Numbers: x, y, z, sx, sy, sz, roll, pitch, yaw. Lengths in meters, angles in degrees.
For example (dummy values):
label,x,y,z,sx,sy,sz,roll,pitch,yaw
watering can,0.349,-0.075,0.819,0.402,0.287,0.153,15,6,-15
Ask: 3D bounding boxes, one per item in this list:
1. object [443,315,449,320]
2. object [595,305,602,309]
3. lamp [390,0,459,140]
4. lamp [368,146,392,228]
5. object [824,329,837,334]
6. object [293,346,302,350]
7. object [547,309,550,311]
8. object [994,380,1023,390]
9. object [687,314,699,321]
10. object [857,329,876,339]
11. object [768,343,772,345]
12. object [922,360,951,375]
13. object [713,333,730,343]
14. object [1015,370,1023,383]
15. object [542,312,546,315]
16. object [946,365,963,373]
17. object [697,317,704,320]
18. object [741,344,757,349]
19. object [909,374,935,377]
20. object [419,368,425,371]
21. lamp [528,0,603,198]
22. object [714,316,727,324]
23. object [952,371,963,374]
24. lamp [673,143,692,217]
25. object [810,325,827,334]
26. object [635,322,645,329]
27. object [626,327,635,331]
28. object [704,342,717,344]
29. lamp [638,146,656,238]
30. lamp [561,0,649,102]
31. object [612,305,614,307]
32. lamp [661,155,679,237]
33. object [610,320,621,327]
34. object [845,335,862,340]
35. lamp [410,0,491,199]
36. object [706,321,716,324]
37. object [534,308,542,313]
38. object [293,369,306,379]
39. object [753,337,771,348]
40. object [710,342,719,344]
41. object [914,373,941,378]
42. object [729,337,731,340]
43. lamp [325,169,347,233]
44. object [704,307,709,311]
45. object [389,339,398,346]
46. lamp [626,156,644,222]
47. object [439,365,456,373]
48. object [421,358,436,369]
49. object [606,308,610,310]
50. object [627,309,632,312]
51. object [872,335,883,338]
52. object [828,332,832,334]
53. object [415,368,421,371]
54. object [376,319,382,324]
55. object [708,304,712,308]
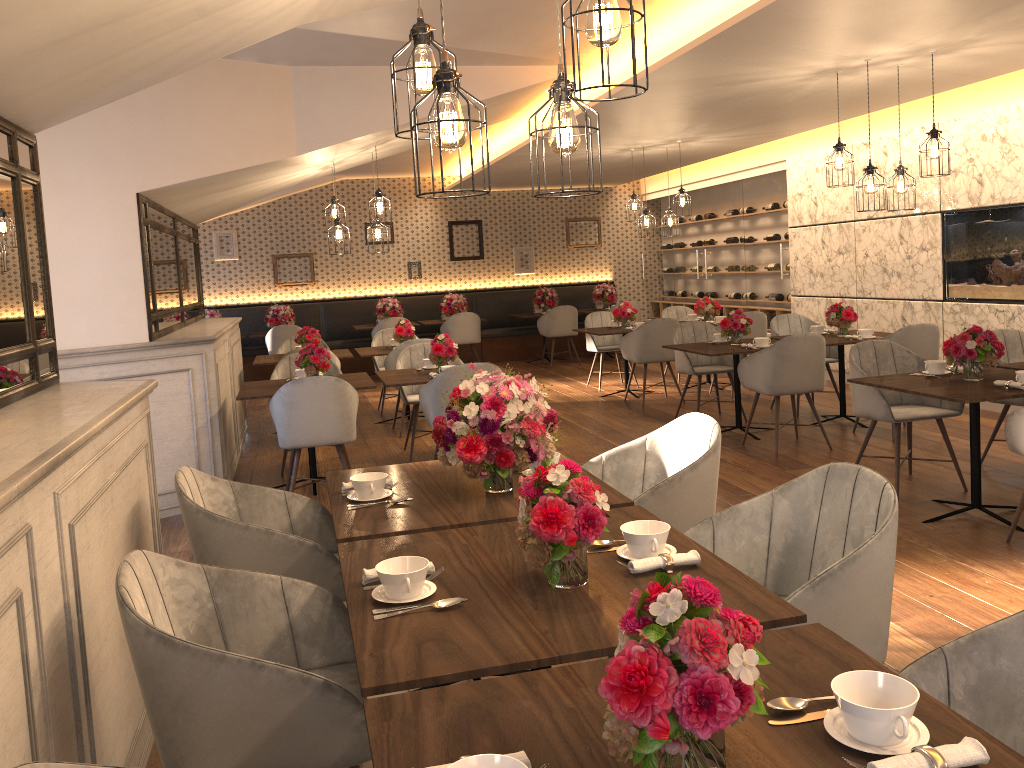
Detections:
label,x,y,z,sx,sy,sz,roll,pitch,yaw
object,-0.979,-1.002,13.267,0.148,0.072,0.149,1,8,34
object,1.377,-1.214,13.838,0.148,0.072,0.149,1,8,29
lamp,-0.289,-1.706,2.341,0.175,2.062,0.175,-4,4,-12
lamp,-1.104,-2.277,6.993,0.175,2.062,0.175,-4,4,-12
object,2.760,-0.460,7.690,0.056,0.039,0.176,-5,8,-13
object,-2.083,-0.339,8.751,0.148,0.072,0.149,3,10,44
object,0.586,-1.060,13.021,0.148,0.072,0.149,1,8,29
object,2.445,0.003,4.344,0.056,0.039,0.176,-5,8,-13
object,2.056,-0.752,10.065,0.149,0.072,0.148,-8,9,-36
object,2.830,-0.400,7.081,0.149,0.072,0.148,-8,9,-36
object,2.046,-0.304,6.912,0.043,0.015,0.198,-6,8,-17
object,2.374,-0.091,4.952,0.148,0.072,0.149,1,8,29
object,1.758,-0.387,7.446,0.149,0.072,0.148,-8,9,-36
object,2.555,-0.024,4.370,0.148,0.072,0.149,1,8,29
object,0.477,-1.033,12.995,0.056,0.039,0.176,-5,8,-13
object,2.486,-0.084,4.980,0.056,0.039,0.176,-5,8,-13
object,2.167,-0.745,10.093,0.056,0.039,0.176,-5,8,-13
object,1.830,-0.293,6.839,0.056,0.039,0.176,-5,8,-13
object,2.271,-0.050,4.908,0.043,0.015,0.198,-6,8,-17
object,-0.679,-0.110,6.682,0.022,0.004,0.212,-5,8,-13
lamp,0.085,-1.519,2.235,0.175,2.062,0.175,-4,4,-12
object,2.236,-0.685,9.483,0.149,0.072,0.148,-8,9,-36
object,2.455,-0.073,4.963,0.025,0.024,0.193,-5,8,-13
lamp,1.745,-2.794,9.275,0.175,2.062,0.175,-4,4,-12
object,2.649,-0.467,7.662,0.149,0.072,0.148,-8,9,-36
object,1.346,-0.605,9.268,0.149,0.072,0.148,-8,9,-36
object,1.236,-0.578,9.242,0.056,0.039,0.176,-5,8,-13
object,1.655,-0.346,7.403,0.043,0.015,0.198,-6,8,-17
lamp,1.393,-2.597,9.409,0.175,2.062,0.175,-4,4,-12
lamp,0.153,-1.673,1.903,0.175,2.062,0.175,-4,4,-12
object,1.557,-1.147,13.256,0.148,0.072,0.149,1,8,34
lamp,1.678,-2.640,9.607,0.175,2.062,0.175,-4,4,-12
object,1.165,-0.672,9.849,0.149,0.072,0.148,-8,9,-36
object,2.720,-0.373,7.055,0.056,0.039,0.176,-5,8,-13
lamp,-0.200,-1.476,2.037,0.175,2.062,0.175,-4,4,-12
object,2.127,-0.658,9.458,0.056,0.039,0.176,-5,8,-13
object,0.406,-1.127,13.602,0.148,0.072,0.149,1,8,34
object,-1.528,-0.072,6.501,0.148,0.072,0.149,3,10,44
object,1.939,-0.320,6.865,0.149,0.072,0.148,-8,9,-36
object,1.691,-0.343,7.405,0.022,0.004,0.212,-5,8,-13
object,2.307,-0.047,4.910,0.022,0.004,0.212,-5,8,-13
object,1.870,-0.380,7.475,0.056,0.039,0.176,-5,8,-13
lamp,-1.546,-2.310,7.431,0.175,2.062,0.175,-4,4,-12
object,2.123,-0.823,9.694,0.049,0.052,0.078,-4,7,-3
object,-1.167,-0.421,8.973,0.148,0.072,0.149,3,10,44
lamp,1.303,-2.827,9.713,0.175,2.062,0.175,-4,4,-12
object,-0.431,-0.087,6.142,0.148,0.072,0.149,3,10,44
object,-0.612,-0.154,6.723,0.148,0.072,0.149,3,10,44
object,1.448,-1.120,13.230,0.056,0.039,0.176,-5,8,-13
object,1.242,-0.784,9.499,0.077,0.052,0.046,2,8,38
object,2.936,-0.384,7.128,0.043,0.015,0.198,-6,8,-17
object,2.730,-0.449,7.673,0.025,0.024,0.193,-5,8,-13
object,-0.715,-0.114,6.680,0.043,0.015,0.198,-6,8,-17
object,-1.920,-0.918,13.039,0.148,0.072,0.149,1,8,34
object,2.147,-0.853,9.686,0.048,0.052,0.076,-7,8,-34
